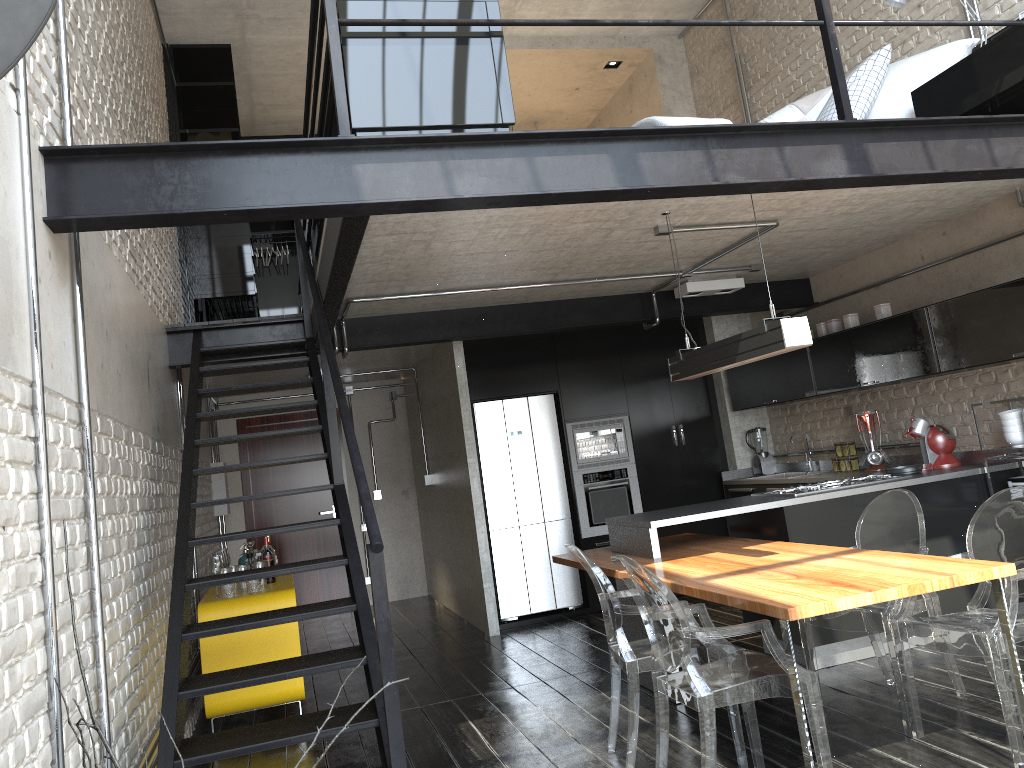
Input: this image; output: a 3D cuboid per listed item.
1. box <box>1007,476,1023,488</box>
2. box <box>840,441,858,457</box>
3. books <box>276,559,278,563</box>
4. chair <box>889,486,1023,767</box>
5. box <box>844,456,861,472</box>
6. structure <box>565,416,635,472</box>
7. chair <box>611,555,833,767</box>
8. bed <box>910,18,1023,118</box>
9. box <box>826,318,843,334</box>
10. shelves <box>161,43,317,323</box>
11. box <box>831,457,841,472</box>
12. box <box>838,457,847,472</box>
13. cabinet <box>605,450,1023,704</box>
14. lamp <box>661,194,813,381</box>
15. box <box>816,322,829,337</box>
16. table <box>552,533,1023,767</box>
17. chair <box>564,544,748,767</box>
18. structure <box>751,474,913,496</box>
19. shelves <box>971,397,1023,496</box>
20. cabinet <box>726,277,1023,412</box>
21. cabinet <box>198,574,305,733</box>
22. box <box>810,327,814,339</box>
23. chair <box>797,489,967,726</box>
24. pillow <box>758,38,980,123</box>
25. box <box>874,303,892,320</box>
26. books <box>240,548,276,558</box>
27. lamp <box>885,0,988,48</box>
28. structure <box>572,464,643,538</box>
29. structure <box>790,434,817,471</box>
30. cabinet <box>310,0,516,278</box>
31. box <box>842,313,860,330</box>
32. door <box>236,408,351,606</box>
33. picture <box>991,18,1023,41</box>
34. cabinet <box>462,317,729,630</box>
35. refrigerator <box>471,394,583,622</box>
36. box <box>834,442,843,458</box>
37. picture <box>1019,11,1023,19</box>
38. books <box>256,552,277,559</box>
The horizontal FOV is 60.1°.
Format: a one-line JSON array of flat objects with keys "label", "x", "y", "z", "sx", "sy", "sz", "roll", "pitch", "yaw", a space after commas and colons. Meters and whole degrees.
[{"label": "box", "x": 2.962, "y": 0.606, "z": 5.070, "sx": 0.150, "sy": 0.151, "sz": 0.149, "roll": -6, "pitch": -7, "yaw": -15}, {"label": "box", "x": 2.530, "y": 0.489, "z": 6.646, "sx": 0.081, "sy": 0.112, "sz": 0.080, "roll": -5, "pitch": -8, "yaw": -20}, {"label": "books", "x": -1.976, "y": 1.399, "z": 6.939, "sx": 0.260, "sy": 0.031, "sz": 0.325, "roll": -6, "pitch": -5, "yaw": -17}, {"label": "chair", "x": 1.938, "y": 0.926, "z": 3.568, "sx": 0.591, "sy": 0.949, "sz": 0.534, "roll": -5, "pitch": -8, "yaw": -20}, {"label": "box", "x": 2.539, "y": 0.595, "z": 6.598, "sx": 0.081, "sy": 0.112, "sz": 0.080, "roll": -7, "pitch": -7, "yaw": -5}, {"label": "structure", "x": 0.718, "y": 0.546, "z": 7.915, "sx": 0.582, "sy": 0.424, "sz": 0.444, "roll": -6, "pitch": -7, "yaw": -15}, {"label": "chair", "x": 0.718, "y": 1.065, "z": 3.254, "sx": 0.591, "sy": 0.949, "sz": 0.534, "roll": -6, "pitch": -8, "yaw": -15}, {"label": "bed", "x": 1.300, "y": -1.296, "z": 5.993, "sx": 2.699, "sy": 0.848, "sz": 4.437, "roll": -6, "pitch": -5, "yaw": -15}, {"label": "box", "x": 2.368, "y": -0.418, "z": 6.489, "sx": 0.081, "sy": 0.112, "sz": 0.080, "roll": -6, "pitch": -8, "yaw": -15}, {"label": "shelves", "x": -2.188, "y": -1.529, "z": 9.006, "sx": 2.127, "sy": 2.815, "sz": 2.648, "roll": -6, "pitch": -7, "yaw": -15}, {"label": "box", "x": 2.498, "y": 0.615, "z": 6.755, "sx": 0.081, "sy": 0.112, "sz": 0.080, "roll": -6, "pitch": -8, "yaw": -10}, {"label": "box", "x": 2.523, "y": 0.604, "z": 6.675, "sx": 0.081, "sy": 0.112, "sz": 0.080, "roll": -5, "pitch": -8, "yaw": -20}, {"label": "cabinet", "x": 1.609, "y": 1.176, "z": 6.225, "sx": 2.435, "sy": 1.013, "sz": 2.720, "roll": -6, "pitch": -6, "yaw": -15}, {"label": "lamp", "x": 0.944, "y": -0.523, "z": 4.085, "sx": 0.125, "sy": 0.898, "sz": 1.077, "roll": -5, "pitch": -7, "yaw": -15}, {"label": "box", "x": 2.334, "y": -0.402, "z": 6.618, "sx": 0.081, "sy": 0.112, "sz": 0.080, "roll": -6, "pitch": -8, "yaw": -15}, {"label": "table", "x": 1.072, "y": 1.213, "z": 4.256, "sx": 0.929, "sy": 0.739, "sz": 2.647, "roll": -6, "pitch": -6, "yaw": -15}, {"label": "chair", "x": 0.587, "y": 1.139, "z": 3.873, "sx": 0.590, "sy": 0.949, "sz": 0.535, "roll": -7, "pitch": -8, "yaw": -5}, {"label": "structure", "x": 1.938, "y": 0.614, "z": 5.396, "sx": 0.813, "sy": 0.026, "sz": 0.497, "roll": -6, "pitch": -5, "yaw": -15}, {"label": "shelves", "x": 3.086, "y": 0.489, "z": 4.639, "sx": 0.288, "sy": 0.935, "sz": 1.238, "roll": -5, "pitch": -7, "yaw": -15}, {"label": "cabinet", "x": 2.583, "y": -0.214, "z": 6.068, "sx": 0.400, "sy": 0.425, "sz": 3.857, "roll": -6, "pitch": -5, "yaw": -15}, {"label": "cabinet", "x": -1.763, "y": 1.752, "z": 6.128, "sx": 0.549, "sy": 0.776, "sz": 2.179, "roll": -6, "pitch": -6, "yaw": -15}, {"label": "box", "x": 2.277, "y": -0.375, "z": 6.837, "sx": 0.081, "sy": 0.112, "sz": 0.080, "roll": -6, "pitch": -8, "yaw": -15}, {"label": "chair", "x": 1.744, "y": 1.009, "z": 4.197, "sx": 0.591, "sy": 0.949, "sz": 0.534, "roll": -3, "pitch": -9, "yaw": -30}, {"label": "pillow", "x": 1.935, "y": -1.640, "z": 5.997, "sx": 1.146, "sy": 0.739, "sz": 2.116, "roll": -6, "pitch": -6, "yaw": -17}, {"label": "box", "x": 2.509, "y": -0.484, "z": 5.979, "sx": 0.081, "sy": 0.112, "sz": 0.080, "roll": -6, "pitch": -8, "yaw": -15}, {"label": "books", "x": -1.991, "y": 1.335, "z": 6.946, "sx": 0.259, "sy": 0.038, "sz": 0.322, "roll": -7, "pitch": -5, "yaw": -13}, {"label": "lamp", "x": 2.435, "y": -2.014, "z": 5.042, "sx": 0.477, "sy": 0.694, "sz": 0.170, "roll": -14, "pitch": -10, "yaw": 40}, {"label": "structure", "x": 0.788, "y": 1.027, "z": 7.823, "sx": 0.582, "sy": 0.562, "sz": 0.480, "roll": -6, "pitch": -7, "yaw": -15}, {"label": "structure", "x": 2.393, "y": 0.578, "z": 7.328, "sx": 0.177, "sy": 0.313, "sz": 0.088, "roll": -6, "pitch": -9, "yaw": -15}, {"label": "cabinet", "x": -0.703, "y": -0.982, "z": 4.757, "sx": 0.607, "sy": 0.556, "sz": 3.150, "roll": -6, "pitch": -5, "yaw": -15}, {"label": "box", "x": 2.420, "y": -0.442, "z": 6.306, "sx": 0.081, "sy": 0.112, "sz": 0.080, "roll": -6, "pitch": -8, "yaw": -15}, {"label": "door", "x": -2.383, "y": 1.435, "z": 9.857, "sx": 1.135, "sy": 2.236, "sz": 0.193, "roll": -6, "pitch": -9, "yaw": -15}, {"label": "picture", "x": 2.788, "y": -1.865, "z": 4.951, "sx": 0.046, "sy": 0.277, "sz": 0.241, "roll": -5, "pitch": -7, "yaw": -15}, {"label": "cabinet", "x": 0.755, "y": 0.697, "z": 7.932, "sx": 2.323, "sy": 2.497, "sz": 0.547, "roll": -6, "pitch": -9, "yaw": -15}, {"label": "refrigerator", "x": 0.086, "y": 1.052, "z": 7.678, "sx": 0.725, "sy": 1.840, "sz": 0.493, "roll": -6, "pitch": -9, "yaw": -15}, {"label": "box", "x": 2.508, "y": 0.499, "z": 6.726, "sx": 0.081, "sy": 0.112, "sz": 0.080, "roll": -2, "pitch": -10, "yaw": -40}, {"label": "picture", "x": 2.849, "y": -1.909, "z": 4.773, "sx": 0.033, "sy": 0.317, "sz": 0.224, "roll": -5, "pitch": -8, "yaw": -15}, {"label": "books", "x": -1.994, "y": 1.371, "z": 6.951, "sx": 0.288, "sy": 0.031, "sz": 0.348, "roll": -6, "pitch": -5, "yaw": -15}]
